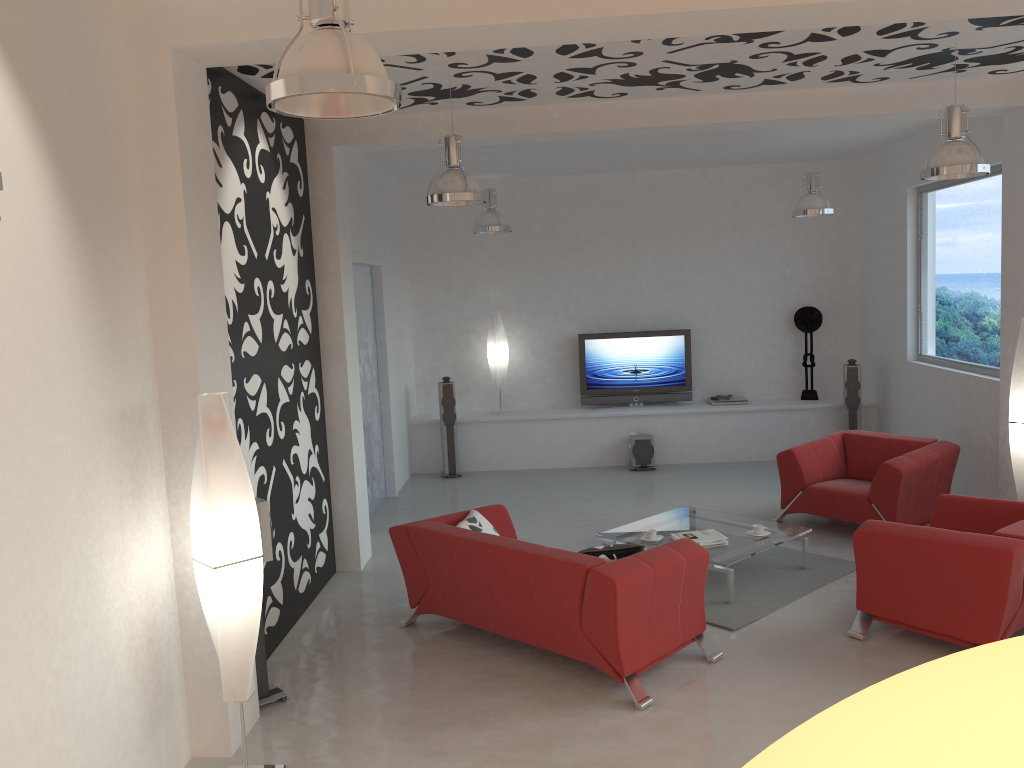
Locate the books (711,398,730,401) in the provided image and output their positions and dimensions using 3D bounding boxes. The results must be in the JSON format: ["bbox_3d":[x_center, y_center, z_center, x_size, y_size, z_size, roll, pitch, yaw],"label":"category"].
[{"bbox_3d":[2.532,0.179,10.785,0.190,0.015,0.135,-7,7,-31],"label":"books"}]

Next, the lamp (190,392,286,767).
[{"bbox_3d":[-1.244,0.924,3.922,0.313,1.779,0.313,-2,6,11],"label":"lamp"}]

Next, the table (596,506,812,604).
[{"bbox_3d":[1.432,1.244,6.643,1.097,0.286,1.162,-8,8,-41],"label":"table"}]

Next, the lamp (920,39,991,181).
[{"bbox_3d":[2.639,-1.643,5.281,0.379,0.800,0.379,1,7,32],"label":"lamp"}]

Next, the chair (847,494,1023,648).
[{"bbox_3d":[2.757,1.104,5.301,1.288,0.738,0.951,-7,8,-36],"label":"chair"}]

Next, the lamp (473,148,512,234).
[{"bbox_3d":[-0.205,-1.845,8.432,0.379,0.800,0.379,-3,6,0],"label":"lamp"}]

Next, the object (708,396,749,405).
[{"bbox_3d":[2.629,0.201,10.809,0.430,0.045,0.352,-2,6,3],"label":"object"}]

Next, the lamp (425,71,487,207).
[{"bbox_3d":[-0.363,-1.515,5.454,0.379,0.800,0.379,-3,6,-4],"label":"lamp"}]

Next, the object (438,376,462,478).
[{"bbox_3d":[-0.745,0.497,10.413,0.255,1.184,0.273,-4,6,-12],"label":"object"}]

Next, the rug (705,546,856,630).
[{"bbox_3d":[1.430,1.390,6.651,1.700,0.025,1.700,-8,8,-41],"label":"rug"}]

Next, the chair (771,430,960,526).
[{"bbox_3d":[3.001,0.850,7.536,0.951,0.738,1.288,-7,8,-36],"label":"chair"}]

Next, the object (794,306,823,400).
[{"bbox_3d":[3.581,-0.372,10.697,0.331,1.130,0.108,0,7,28],"label":"object"}]

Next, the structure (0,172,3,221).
[{"bbox_3d":[-1.696,-0.630,2.610,0.090,0.596,0.596,-2,6,3],"label":"structure"}]

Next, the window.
[{"bbox_3d":[4.223,-1.012,8.081,0.100,1.800,2.400,-2,6,3],"label":"window"}]

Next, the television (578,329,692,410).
[{"bbox_3d":[1.504,-0.179,10.828,1.356,0.919,0.343,-2,6,3],"label":"television"}]

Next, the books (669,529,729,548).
[{"bbox_3d":[1.349,1.114,6.387,0.367,0.035,0.345,-4,6,-7],"label":"books"}]

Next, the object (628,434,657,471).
[{"bbox_3d":[1.518,0.801,10.354,0.336,0.374,0.337,-2,6,3],"label":"object"}]

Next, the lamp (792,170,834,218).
[{"bbox_3d":[2.797,-1.973,8.258,0.379,0.800,0.379,3,8,43],"label":"lamp"}]

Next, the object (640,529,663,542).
[{"bbox_3d":[1.018,1.104,6.472,0.153,0.069,0.153,1,7,30],"label":"object"}]

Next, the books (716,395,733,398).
[{"bbox_3d":[2.581,0.147,10.776,0.190,0.015,0.135,-1,6,13],"label":"books"}]

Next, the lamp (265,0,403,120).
[{"bbox_3d":[-0.521,-1.185,2.476,0.379,0.800,0.379,-6,7,-25],"label":"lamp"}]

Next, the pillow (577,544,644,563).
[{"bbox_3d":[0.539,1.062,5.044,0.402,0.343,0.288,-3,6,-4],"label":"pillow"}]

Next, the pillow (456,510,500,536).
[{"bbox_3d":[-0.186,1.023,5.728,0.288,0.343,0.402,-2,6,11],"label":"pillow"}]

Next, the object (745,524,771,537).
[{"bbox_3d":[1.793,1.067,6.464,0.153,0.069,0.153,-6,7,-30],"label":"object"}]

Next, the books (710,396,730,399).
[{"bbox_3d":[2.531,0.164,10.786,0.190,0.015,0.135,-5,6,-17],"label":"books"}]

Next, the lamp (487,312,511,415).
[{"bbox_3d":[-0.166,-0.258,10.824,0.263,1.239,0.263,-3,6,-5],"label":"lamp"}]

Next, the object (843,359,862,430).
[{"bbox_3d":[3.891,0.300,10.140,0.255,1.184,0.273,-1,6,18],"label":"object"}]

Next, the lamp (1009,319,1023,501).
[{"bbox_3d":[3.692,0.426,6.301,0.313,1.779,0.313,-3,6,-5],"label":"lamp"}]

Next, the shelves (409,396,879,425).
[{"bbox_3d":[1.527,0.315,10.764,5.500,0.050,0.650,-2,6,3],"label":"shelves"}]

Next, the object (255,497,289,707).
[{"bbox_3d":[-1.382,1.178,4.746,0.229,1.112,0.214,-8,8,-41],"label":"object"}]

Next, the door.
[{"bbox_3d":[-1.462,0.030,8.700,0.240,2.550,1.600,-2,6,3],"label":"door"}]

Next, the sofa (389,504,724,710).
[{"bbox_3d":[0.200,1.219,5.396,1.929,0.738,0.951,3,8,43],"label":"sofa"}]
